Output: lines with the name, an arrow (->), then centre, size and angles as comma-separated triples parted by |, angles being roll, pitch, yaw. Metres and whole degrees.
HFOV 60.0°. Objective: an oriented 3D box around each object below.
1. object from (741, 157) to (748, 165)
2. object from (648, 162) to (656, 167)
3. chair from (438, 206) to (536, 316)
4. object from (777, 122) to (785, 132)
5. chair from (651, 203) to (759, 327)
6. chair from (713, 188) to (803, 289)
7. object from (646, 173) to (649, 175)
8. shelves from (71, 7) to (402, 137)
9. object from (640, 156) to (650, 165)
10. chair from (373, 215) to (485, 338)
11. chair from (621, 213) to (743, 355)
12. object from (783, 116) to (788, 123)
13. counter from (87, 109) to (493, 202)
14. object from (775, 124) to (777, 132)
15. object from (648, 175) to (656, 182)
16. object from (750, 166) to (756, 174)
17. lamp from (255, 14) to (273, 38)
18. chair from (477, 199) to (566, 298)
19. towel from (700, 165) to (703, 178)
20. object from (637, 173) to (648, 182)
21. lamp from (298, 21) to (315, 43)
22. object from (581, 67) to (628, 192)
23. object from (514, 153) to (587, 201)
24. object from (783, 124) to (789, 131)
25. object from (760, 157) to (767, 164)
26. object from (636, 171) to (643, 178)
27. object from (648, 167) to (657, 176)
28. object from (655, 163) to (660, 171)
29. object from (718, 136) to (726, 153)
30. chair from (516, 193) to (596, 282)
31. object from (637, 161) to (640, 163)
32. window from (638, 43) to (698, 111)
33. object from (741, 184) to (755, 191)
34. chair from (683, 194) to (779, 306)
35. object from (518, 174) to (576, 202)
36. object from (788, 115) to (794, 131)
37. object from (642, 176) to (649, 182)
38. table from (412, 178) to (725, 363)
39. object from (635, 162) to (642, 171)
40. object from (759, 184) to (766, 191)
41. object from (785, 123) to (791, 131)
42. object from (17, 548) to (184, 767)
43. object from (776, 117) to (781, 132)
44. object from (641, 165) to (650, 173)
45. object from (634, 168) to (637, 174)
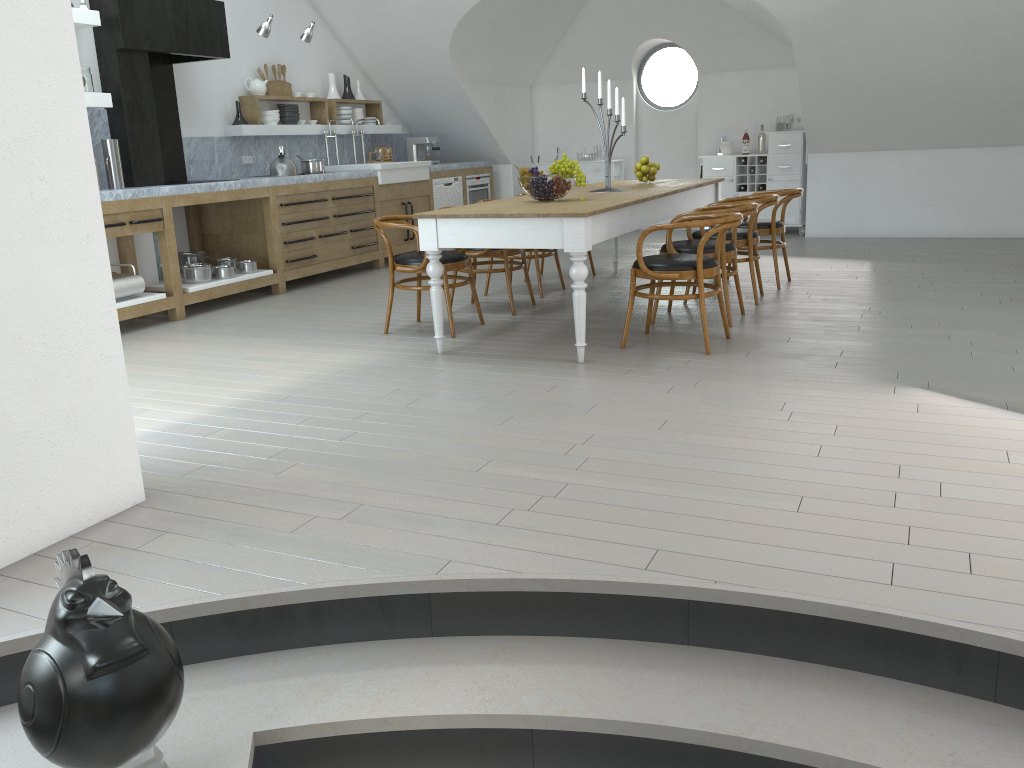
object -> 2.725, -2.600, 10.325 | 0.093, 0.093, 0.361 | 4, 16, 25
object -> 1.099, -1.719, 6.970 | 0.058, 0.057, 0.053 | 9, 18, 38
chair -> -0.204, -0.893, 6.319 | 0.622, 0.730, 0.531 | 3, 15, 21
object -> 3.038, -2.901, 10.010 | 0.082, 0.104, 0.082 | -10, 16, -26
chair -> 1.232, -0.767, 5.608 | 0.622, 0.730, 0.530 | 4, 16, 25
chair -> 1.915, -1.132, 6.848 | 0.622, 0.730, 0.530 | 5, 16, 27
object -> 1.098, -1.701, 7.052 | 0.076, 0.076, 0.077 | -5, 14, -8
shelves -> -2.452, -2.890, 7.807 | 0.480, 1.352, 5.587 | 2, 16, 19
object -> 1.046, -1.759, 6.976 | 0.072, 0.074, 0.073 | 4, 16, 25
chair -> -0.562, -0.712, 5.707 | 0.622, 0.730, 0.530 | 4, 16, 25
chair -> 0.966, -0.578, 4.952 | 0.622, 0.730, 0.530 | 5, 16, 28
object -> 3.137, -2.990, 10.182 | 0.054, 0.178, 0.054 | 2, 15, 19
counter -> -2.002, -2.230, 8.349 | 0.962, 0.615, 6.617 | 4, 17, 24
object -> 3.071, -2.936, 10.156 | 0.095, 0.093, 0.094 | -11, 17, -31
object -> 1.106, -1.635, 7.016 | 0.063, 0.063, 0.064 | 8, 18, 35
object -> 2.825, -2.488, 10.315 | 0.085, 0.085, 0.333 | 4, 16, 24
lamp -> -2.032, -2.929, 7.263 | 0.165, 0.177, 0.116 | 11, 19, 42
chair -> 0.045, -1.084, 6.984 | 0.622, 0.730, 0.530 | 5, 16, 28
towel -> 2.298, -2.544, 10.668 | 0.049, 0.202, 0.151 | 4, 16, 25
object -> 1.036, -1.645, 7.039 | 0.080, 0.073, 0.079 | -8, 15, -19
lamp -> -1.787, -3.080, 7.769 | 0.169, 0.175, 0.113 | 2, 15, 17
object -> 0.653, -1.788, 6.172 | 0.265, 0.869, 0.780 | -3, 14, -1
object -> 0.231, -1.252, 5.380 | 0.394, 0.282, 0.294 | -5, 15, -10
object -> 3.099, -2.910, 10.072 | 0.077, 0.085, 0.078 | 7, 17, 32
object -> 2.911, -2.579, 10.232 | 0.088, 0.084, 0.362 | 4, 16, 24
object -> 1.001, -1.650, 6.970 | 0.060, 0.055, 0.060 | 3, 15, 19
object -> 1.103, -1.667, 6.949 | 0.071, 0.072, 0.071 | -5, 15, -10
object -> 1.141, -1.715, 7.011 | 0.063, 0.063, 0.062 | -6, 15, -12
object -> 2.517, -2.869, 10.619 | 0.115, 0.207, 0.066 | 5, 15, 27
chair -> 0.356, -1.269, 7.616 | 0.621, 0.730, 0.531 | 3, 15, 21
object -> 1.020, -1.747, 7.058 | 0.062, 0.059, 0.062 | 4, 16, 25
window -> 1.955, -3.799, 10.982 | 0.900, 0.893, 0.060 | 4, 15, 25
object -> 2.767, -2.304, 10.387 | 0.156, 0.085, 0.333 | 5, 17, 25
chair -> 1.550, -0.952, 6.242 | 0.621, 0.730, 0.531 | 3, 15, 20
object -> 0.217, -1.196, 5.418 | 0.360, 0.158, 0.362 | -1, 15, 5
object -> 3.200, -2.994, 10.172 | 0.063, 0.186, 0.063 | 0, 14, 11
object -> 1.050, -1.614, 6.978 | 0.050, 0.050, 0.051 | 5, 16, 28
table -> 0.629, -0.939, 6.215 | 1.019, 0.793, 3.370 | 4, 16, 24
object -> 0.999, -1.709, 6.981 | 0.066, 0.071, 0.073 | -4, 14, -5
object -> 2.922, -2.287, 10.309 | 0.081, 0.080, 0.361 | 3, 16, 22
object -> 3.158, -2.934, 10.127 | 0.071, 0.098, 0.071 | 7, 17, 32
object -> -0.852, 0.609, 1.841 | 0.320, 0.559, 0.323 | -3, 14, -2
object -> 3.035, -2.953, 10.082 | 0.048, 0.168, 0.048 | -11, 16, -31
object -> 1.043, -1.679, 6.927 | 0.071, 0.063, 0.073 | 2, 15, 18
object -> 0.998, -1.697, 7.045 | 0.062, 0.059, 0.062 | 5, 16, 29
